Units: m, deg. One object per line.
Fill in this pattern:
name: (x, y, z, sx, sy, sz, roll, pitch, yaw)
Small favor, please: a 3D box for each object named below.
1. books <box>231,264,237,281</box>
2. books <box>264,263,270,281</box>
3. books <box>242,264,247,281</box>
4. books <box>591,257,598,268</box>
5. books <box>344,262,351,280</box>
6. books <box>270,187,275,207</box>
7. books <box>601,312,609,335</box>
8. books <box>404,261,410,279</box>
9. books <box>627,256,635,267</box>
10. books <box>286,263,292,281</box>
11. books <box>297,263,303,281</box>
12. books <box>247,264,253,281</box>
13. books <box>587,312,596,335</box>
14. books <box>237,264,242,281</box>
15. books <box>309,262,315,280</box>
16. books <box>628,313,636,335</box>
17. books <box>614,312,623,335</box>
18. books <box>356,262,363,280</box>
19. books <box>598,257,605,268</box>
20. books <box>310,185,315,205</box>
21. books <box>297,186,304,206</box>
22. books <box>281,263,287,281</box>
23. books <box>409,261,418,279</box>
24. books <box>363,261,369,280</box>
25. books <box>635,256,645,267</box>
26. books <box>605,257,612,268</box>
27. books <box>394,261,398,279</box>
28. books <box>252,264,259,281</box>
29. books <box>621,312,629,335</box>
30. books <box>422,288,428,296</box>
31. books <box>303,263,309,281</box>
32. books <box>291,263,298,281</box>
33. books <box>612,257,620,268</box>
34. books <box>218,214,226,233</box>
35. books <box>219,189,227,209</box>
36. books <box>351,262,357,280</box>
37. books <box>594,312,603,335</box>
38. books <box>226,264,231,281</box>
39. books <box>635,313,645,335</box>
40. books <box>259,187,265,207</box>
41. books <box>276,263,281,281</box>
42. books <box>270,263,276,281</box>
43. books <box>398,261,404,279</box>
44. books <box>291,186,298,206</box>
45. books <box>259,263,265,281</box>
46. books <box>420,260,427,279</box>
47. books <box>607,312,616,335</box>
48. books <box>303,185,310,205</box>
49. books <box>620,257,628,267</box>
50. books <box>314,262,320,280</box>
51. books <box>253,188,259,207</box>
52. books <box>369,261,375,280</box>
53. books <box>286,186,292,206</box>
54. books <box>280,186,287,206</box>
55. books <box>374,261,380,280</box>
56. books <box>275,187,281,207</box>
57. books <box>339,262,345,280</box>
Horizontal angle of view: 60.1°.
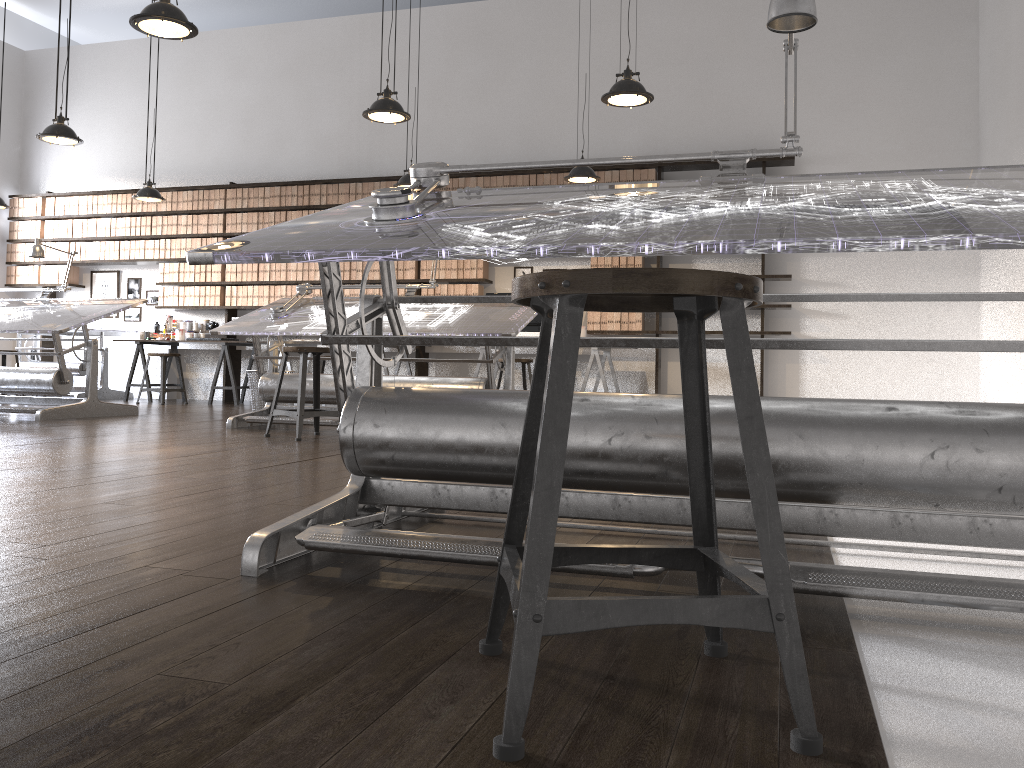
books: (-3.075, -1.243, 9.948, 0.067, 0.226, 0.174, 1, -1, 17)
books: (-2.672, -1.233, 9.826, 0.067, 0.226, 0.174, 1, -1, 17)
books: (-2.944, -1.240, 9.912, 0.067, 0.226, 0.174, 1, -1, 17)
books: (0.827, -1.154, 8.752, 0.067, 0.226, 0.174, 1, -1, 17)
books: (-1.737, -1.210, 9.537, 0.067, 0.226, 0.174, 1, -1, 17)
books: (-2.618, -2.063, 9.850, 0.067, 0.226, 0.174, 1, -1, 17)
books: (0.923, -0.598, 8.696, 0.067, 0.226, 0.174, 1, -1, 17)
books: (-1.074, -1.194, 9.339, 0.067, 0.226, 0.174, 1, -1, 17)
books: (1.173, -1.145, 8.646, 0.067, 0.226, 0.174, 1, -1, 17)
books: (-2.408, -1.227, 9.748, 0.067, 0.226, 0.174, 1, -1, 17)
books: (-2.279, -1.224, 9.704, 0.067, 0.226, 0.174, 1, -1, 17)
books: (-2.881, -1.239, 9.895, 0.067, 0.226, 0.174, 1, -1, 17)
books: (0.795, -0.601, 8.737, 0.067, 0.226, 0.174, 1, -1, 17)
books: (-3.006, -1.242, 9.927, 0.067, 0.226, 0.174, 1, -1, 17)
books: (-2.144, -1.221, 9.669, 0.067, 0.226, 0.174, 1, -1, 17)
books: (1.181, -0.592, 8.619, 0.067, 0.226, 0.174, 1, -1, 17)
books: (1.046, -0.595, 8.655, 0.067, 0.226, 0.174, 1, -1, 17)
books: (-1.597, -1.207, 9.495, 0.067, 0.226, 0.174, 1, -1, 17)
books: (0.895, -1.152, 8.731, 0.067, 0.226, 0.174, 1, -1, 17)
books: (-2.143, -2.051, 9.705, 0.067, 0.226, 0.174, 1, -1, 17)
books: (-2.286, -2.055, 9.749, 0.067, 0.226, 0.174, 1, -1, 17)
books: (-2.473, -1.228, 9.763, 0.067, 0.226, 0.174, 1, -1, 17)
books: (-1.014, -1.193, 9.313, 0.067, 0.226, 0.174, 1, -1, 17)
books: (-1.528, -1.205, 9.478, 0.067, 0.226, 0.174, 1, -1, 17)
books: (1.245, -1.143, 8.621, 0.067, 0.226, 0.174, 1, -1, 17)
books: (0.962, -1.150, 8.706, 0.067, 0.226, 0.174, 1, -1, 17)
books: (-1.210, -1.198, 9.375, 0.067, 0.226, 0.174, 1, -1, 17)
books: (-2.812, -1.237, 9.868, 0.067, 0.226, 0.174, 1, -1, 17)
books: (1.114, -0.593, 8.638, 0.067, 0.226, 0.174, 1, -1, 17)
books: (-0.883, -0.920, 9.267, 0.067, 0.226, 0.174, 1, -1, 17)
books: (-2.211, -1.222, 9.687, 0.067, 0.226, 0.174, 1, -1, 17)
books: (-2.348, -1.225, 9.728, 0.067, 0.226, 0.174, 1, -1, 17)
books: (1.031, -1.149, 8.690, 0.067, 0.226, 0.174, 1, -1, 17)
books: (-3.245, -1.801, 10.027, 0.067, 0.226, 0.174, 1, -1, 17)
books: (-3.233, -2.078, 10.034, 0.067, 0.226, 0.174, 1, -1, 17)
books: (-1.663, -1.209, 9.520, 0.067, 0.226, 0.174, 1, -1, 17)
books: (0.858, -0.600, 8.711, 0.067, 0.226, 0.174, 1, -1, 17)
books: (-3.144, -1.245, 9.973, 0.067, 0.226, 0.174, 1, -1, 17)
books: (1.241, -0.590, 8.593, 0.067, 0.226, 0.174, 1, -1, 17)
books: (-2.748, -2.066, 9.886, 0.067, 0.226, 0.174, 1, -1, 17)
books: (-2.535, -1.230, 9.788, 0.067, 0.226, 0.174, 1, -1, 17)
books: (-2.603, -1.232, 9.809, 0.067, 0.226, 0.174, 1, -1, 17)
books: (-1.141, -1.196, 9.358, 0.067, 0.226, 0.174, 1, -1, 17)
books: (-2.355, -2.056, 9.766, 0.067, 0.226, 0.174, 1, -1, 17)
books: (-2.739, -1.235, 9.852, 0.067, 0.226, 0.174, 1, -1, 17)
books: (-0.893, -1.196, 9.283, 0.067, 0.226, 0.174, 1, -1, 17)
books: (0.983, -0.597, 8.676, 0.067, 0.226, 0.174, 1, -1, 17)
books: (-2.216, -2.053, 9.722, 0.067, 0.226, 0.174, 1, -1, 17)
books: (1.101, -1.147, 8.662, 0.067, 0.226, 0.174, 1, -1, 17)
books: (-2.078, -1.219, 9.644, 0.067, 0.226, 0.174, 1, -1, 17)
books: (-2.814, -2.068, 9.911, 0.067, 0.226, 0.174, 1, -1, 17)
books: (-1.460, -1.204, 9.457, 0.067, 0.226, 0.174, 1, -1, 17)
books: (-2.421, -2.058, 9.791, 0.067, 0.226, 0.174, 1, -1, 17)
books: (-2.489, -2.060, 9.811, 0.067, 0.226, 0.174, 1, -1, 17)
books: (-1.397, -1.202, 9.431, 0.067, 0.226, 0.174, 1, -1, 17)
books: (-2.555, -2.061, 9.826, 0.067, 0.226, 0.174, 1, -1, 17)
books: (-1.806, -1.212, 9.564, 0.067, 0.226, 0.174, 1, -1, 17)
